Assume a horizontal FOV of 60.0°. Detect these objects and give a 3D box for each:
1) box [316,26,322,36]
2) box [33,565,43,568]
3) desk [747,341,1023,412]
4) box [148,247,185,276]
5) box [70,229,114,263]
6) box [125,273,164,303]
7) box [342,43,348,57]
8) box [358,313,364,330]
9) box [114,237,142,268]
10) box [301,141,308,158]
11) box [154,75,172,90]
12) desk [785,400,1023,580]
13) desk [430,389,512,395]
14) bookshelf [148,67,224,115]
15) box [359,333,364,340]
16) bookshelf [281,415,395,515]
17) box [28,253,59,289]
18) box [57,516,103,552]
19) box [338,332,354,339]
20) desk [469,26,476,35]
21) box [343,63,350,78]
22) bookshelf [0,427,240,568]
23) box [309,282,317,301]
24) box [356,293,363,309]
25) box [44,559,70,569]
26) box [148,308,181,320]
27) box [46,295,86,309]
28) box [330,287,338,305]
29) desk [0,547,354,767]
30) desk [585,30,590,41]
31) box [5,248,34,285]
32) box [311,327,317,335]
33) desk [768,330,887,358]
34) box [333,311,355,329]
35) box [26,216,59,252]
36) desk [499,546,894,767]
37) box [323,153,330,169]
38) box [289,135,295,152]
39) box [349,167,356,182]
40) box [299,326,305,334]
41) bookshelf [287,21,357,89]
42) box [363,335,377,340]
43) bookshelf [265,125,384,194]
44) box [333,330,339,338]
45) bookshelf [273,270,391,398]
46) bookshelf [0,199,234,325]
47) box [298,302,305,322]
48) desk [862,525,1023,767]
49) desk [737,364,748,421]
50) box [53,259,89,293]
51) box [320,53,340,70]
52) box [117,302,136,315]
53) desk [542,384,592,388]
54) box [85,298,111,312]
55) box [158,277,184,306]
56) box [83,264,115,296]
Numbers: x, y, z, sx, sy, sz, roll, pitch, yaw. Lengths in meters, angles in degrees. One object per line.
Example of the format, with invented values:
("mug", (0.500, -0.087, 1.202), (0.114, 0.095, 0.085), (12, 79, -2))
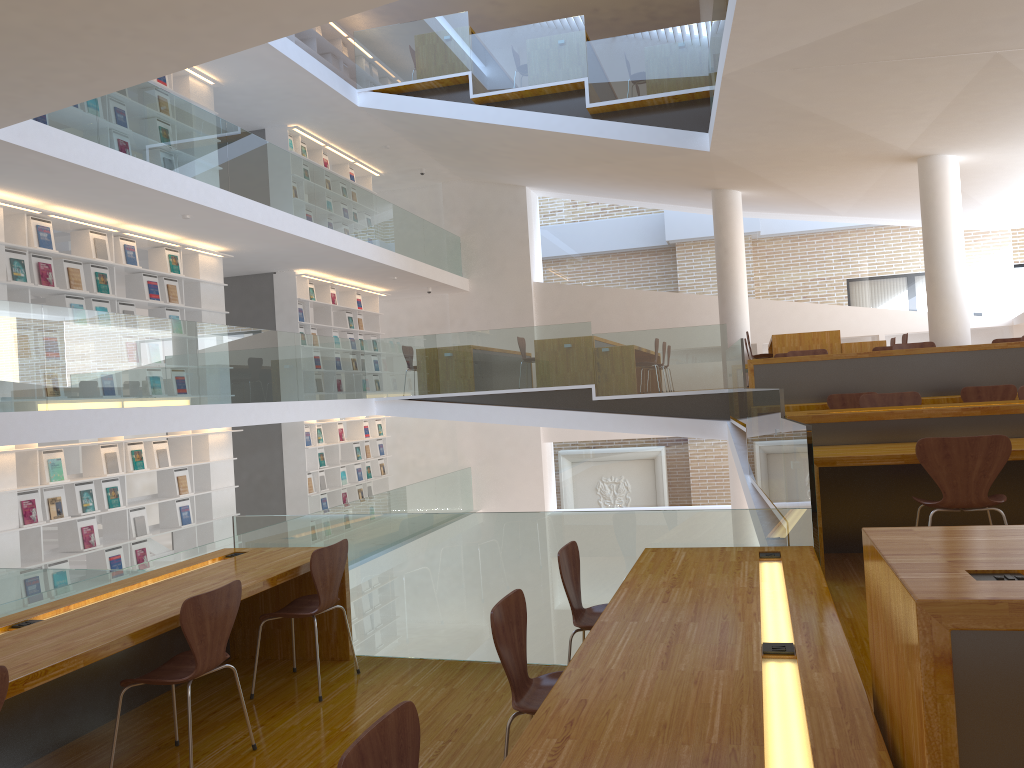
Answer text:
("box", (-3.043, -5.374, 13.533), (0.274, 0.296, 0.245), (-4, -1, 15))
("box", (-4.156, 1.720, 7.573), (0.274, 0.296, 0.245), (-4, -1, 15))
("desk", (3.707, 0.195, 7.588), (3.216, 1.022, 1.248), (-4, -1, 15))
("box", (-3.773, -1.322, 9.686), (0.274, 0.296, 0.245), (-4, -1, 15))
("box", (-4.070, -1.322, 8.597), (0.274, 0.296, 0.245), (-4, -1, 15))
("box", (-3.856, -0.997, 9.306), (0.274, 0.296, 0.245), (-4, -1, 15))
("box", (-2.803, -5.373, 14.423), (0.274, 0.296, 0.245), (-4, -1, 15))
("box", (-2.542, -0.992, 14.352), (0.274, 0.296, 0.245), (-4, -1, 15))
("box", (-3.960, -1.322, 9.000), (0.274, 0.296, 0.245), (-4, -1, 15))
("box", (-3.105, -3.361, 12.847), (0.274, 0.296, 0.245), (-4, -1, 15))
("box", (-3.909, -3.365, 9.665), (0.274, 0.296, 0.245), (-4, -1, 15))
("desk", (3.163, 0.477, 4.659), (3.243, 0.785, 1.527), (-4, -1, 15))
("desk", (-0.447, -0.176, 13.012), (0.760, 0.606, 3.194), (-4, -1, 15))
("bookshelf", (-4.092, -2.694, 8.828), (0.498, 1.836, 3.666), (-4, -1, 15))
("box", (-2.525, -0.663, 14.337), (0.274, 0.296, 0.245), (-4, -1, 15))
("bookshelf", (-2.511, 1.404, 13.645), (0.498, 1.836, 2.984), (-4, -1, 15))
("box", (-4.250, -0.993, 7.910), (0.274, 0.296, 0.245), (-4, -1, 15))
("box", (-4.001, 1.384, 8.219), (0.274, 0.296, 0.245), (-4, -1, 15))
("box", (-2.618, -0.663, 13.998), (0.274, 0.296, 0.245), (-4, -1, 15))
("desk", (-0.463, -4.256, 12.978), (0.760, 0.606, 3.196), (-4, -1, 15))
("box", (-2.783, -5.046, 14.417), (0.274, 0.296, 0.245), (-4, -1, 15))
("bookshelf", (-3.897, 1.409, 8.775), (0.397, 1.836, 3.666), (-4, -1, 15))
("box", (-2.983, -1.318, 12.814), (0.274, 0.296, 0.245), (-4, -1, 15))
("box", (-2.562, -1.319, 14.357), (0.274, 0.296, 0.245), (-4, -1, 15))
("box", (-4.078, 1.719, 7.859), (0.274, 0.296, 0.245), (-4, -1, 15))
("box", (-3.746, -0.666, 9.630), (0.274, 0.296, 0.245), (-4, -1, 15))
("box", (-4.124, -0.666, 8.249), (0.274, 0.296, 0.245), (-4, -1, 15))
("box", (-2.802, -1.320, 13.468), (0.274, 0.296, 0.245), (-4, -1, 15))
("desk", (-1.894, 1.377, 3.451), (1.285, 0.918, 3.236), (-4, -1, 15))
("desk", (0.981, -4.042, 12.583), (0.760, 0.606, 3.196), (-4, -1, 15))
("box", (-4.318, -0.995, 7.614), (0.274, 0.296, 0.245), (-4, -1, 15))
("box", (-2.944, -0.663, 12.805), (0.274, 0.296, 0.245), (-4, -1, 15))
("desk", (4.110, -0.238, 11.833), (1.247, 0.762, 3.194), (-4, -1, 15))
("box", (-2.638, -0.991, 14.003), (0.274, 0.296, 0.245), (-4, -1, 15))
("box", (-4.257, -1.322, 7.912), (0.274, 0.296, 0.245), (-4, -1, 15))
("desk", (0.596, 1.058, 2.574), (0.760, 0.606, 3.185), (-4, -1, 15))
("box", (-2.924, -3.363, 13.500), (0.274, 0.296, 0.245), (-4, -1, 15))
("box", (-3.209, -3.361, 12.464), (0.274, 0.296, 0.245), (-4, -1, 15))
("box", (-2.683, -3.362, 14.390), (0.274, 0.296, 0.245), (-4, -1, 15))
("box", (-3.043, -0.663, 12.443), (0.274, 0.296, 0.245), (-4, -1, 15))
("bookshelf", (-2.874, -4.707, 13.743), (0.498, 1.836, 2.984), (-4, -1, 15))
("box", (-2.384, -0.664, 14.854), (0.274, 0.296, 0.245), (-4, -1, 15))
("bookshelf", (-2.755, -2.696, 13.711), (0.498, 1.836, 2.984), (-4, -1, 15))
("box", (-2.760, -0.663, 13.479), (0.274, 0.296, 0.245), (-4, -1, 15))
("bookshelf", (-2.633, -0.653, 13.678), (0.498, 1.836, 2.984), (-4, -1, 15))
("bookshelf", (-3.971, -0.651, 8.795), (0.498, 1.836, 3.666), (-4, -1, 15))
("box", (-3.064, -0.991, 12.442), (0.274, 0.296, 0.245), (-4, -1, 15))
("desk", (2.312, 0.558, 1.394), (3.185, 0.606, 0.760), (-4, -1, 15))
("desk", (4.146, -0.007, 9.574), (3.356, 0.606, 0.760), (-4, -1, 15))
("box", (-4.144, -0.994, 8.252), (0.274, 0.296, 0.245), (-4, -1, 15))
("box", (-2.878, -5.045, 14.068), (0.274, 0.296, 0.245), (-4, -1, 15))
("box", (-3.937, -0.666, 8.932), (0.274, 0.296, 0.245), (-4, -1, 15))
("desk", (1.322, -0.213, 12.528), (1.248, 0.757, 3.196), (-4, -1, 15))
("box", (-4.034, -0.665, 8.575), (0.274, 0.296, 0.245), (-4, -1, 15))
("box", (-3.766, -0.994, 9.634), (0.274, 0.296, 0.245), (-4, -1, 15))
("box", (-4.053, -0.994, 8.585), (0.274, 0.296, 0.245), (-4, -1, 15))
